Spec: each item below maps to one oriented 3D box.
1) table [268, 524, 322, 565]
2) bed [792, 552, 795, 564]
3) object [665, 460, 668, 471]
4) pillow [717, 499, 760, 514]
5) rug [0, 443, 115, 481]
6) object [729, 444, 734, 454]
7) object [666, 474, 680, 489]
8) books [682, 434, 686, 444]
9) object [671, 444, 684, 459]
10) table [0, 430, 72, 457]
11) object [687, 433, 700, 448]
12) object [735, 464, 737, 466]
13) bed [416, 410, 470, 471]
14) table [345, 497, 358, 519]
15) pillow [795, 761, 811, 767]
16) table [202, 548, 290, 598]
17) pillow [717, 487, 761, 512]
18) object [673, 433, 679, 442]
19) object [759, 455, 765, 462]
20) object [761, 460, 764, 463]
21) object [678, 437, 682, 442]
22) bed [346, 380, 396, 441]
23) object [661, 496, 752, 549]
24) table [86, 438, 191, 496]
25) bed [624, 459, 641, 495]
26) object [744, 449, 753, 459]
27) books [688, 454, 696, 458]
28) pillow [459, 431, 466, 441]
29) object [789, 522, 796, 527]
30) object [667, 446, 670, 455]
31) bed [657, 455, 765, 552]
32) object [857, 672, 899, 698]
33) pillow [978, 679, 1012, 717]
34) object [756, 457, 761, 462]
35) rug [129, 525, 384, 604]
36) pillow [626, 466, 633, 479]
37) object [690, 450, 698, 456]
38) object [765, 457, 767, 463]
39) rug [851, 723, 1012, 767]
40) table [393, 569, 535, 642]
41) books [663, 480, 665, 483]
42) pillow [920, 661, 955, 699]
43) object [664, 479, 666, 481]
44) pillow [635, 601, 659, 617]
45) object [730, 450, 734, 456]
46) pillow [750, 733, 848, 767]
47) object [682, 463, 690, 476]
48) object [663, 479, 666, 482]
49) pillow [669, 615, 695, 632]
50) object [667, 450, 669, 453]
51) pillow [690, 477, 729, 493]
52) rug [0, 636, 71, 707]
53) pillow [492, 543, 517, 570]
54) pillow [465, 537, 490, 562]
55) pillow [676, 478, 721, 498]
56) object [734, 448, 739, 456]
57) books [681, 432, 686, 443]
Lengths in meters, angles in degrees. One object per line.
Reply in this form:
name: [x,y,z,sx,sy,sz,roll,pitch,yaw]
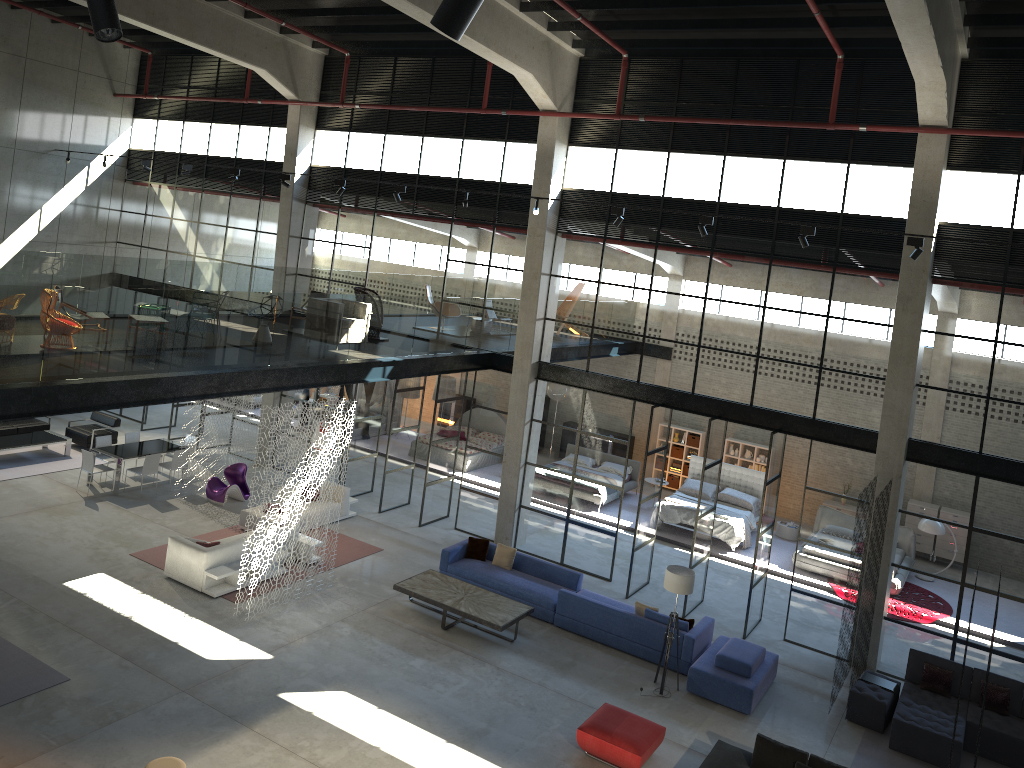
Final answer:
table: [-3.994,2.913,15.915,1.214,0.368,0.300,12,6,30]
bed: [7.482,3.557,19.106,2.266,0.920,2.554,12,9,29]
object: [4.175,2.190,24.215,0.327,0.296,0.323,11,6,30]
pillow: [5.386,2.792,20.821,0.970,0.329,0.715,12,9,30]
rug: [-10.702,1.641,19.495,2.435,0.025,3.390,13,10,29]
object: [5.836,1.737,23.337,0.094,0.261,0.095,7,2,-9]
object: [4.458,2.673,24.020,0.327,0.296,0.323,11,6,30]
books: [4.755,1.470,23.963,0.088,0.319,0.252,8,4,30]
object: [4.572,1.857,24.006,0.327,0.296,0.323,11,6,30]
table: [-10.873,1.423,19.421,0.910,0.405,1.801,12,10,29]
object: [4.966,1.536,23.800,0.327,0.296,0.323,11,6,30]
object: [5.911,2.215,23.176,0.098,0.202,0.100,5,3,-43]
bed: [-1.332,1.404,24.188,2.051,1.274,2.339,11,8,30]
table: [-3.711,2.535,18.541,0.910,0.368,0.300,12,6,30]
pillow: [3.344,4.475,9.879,0.346,0.306,0.187,10,4,28]
table: [-4.348,3.103,14.422,0.303,0.367,1.569,10,9,29]
pillow: [5.356,2.702,20.757,0.990,0.290,0.691,13,9,32]
object: [4.492,1.467,23.979,0.155,0.247,0.154,9,3,21]
object: [6.529,1.941,22.935,0.174,0.169,0.176,7,5,-3]
object: [6.508,2.016,22.785,0.065,0.063,0.066,6,5,-13]
object: [4.610,1.525,24.083,0.184,0.131,0.187,7,6,-7]
bed: [-4.681,0.296,25.837,2.271,2.071,2.309,11,6,30]
object: [4.346,3.097,20.047,2.306,0.656,0.650,13,7,33]
table: [-7.951,1.742,18.746,0.910,0.754,1.801,11,8,29]
bed: [1.822,2.331,22.287,2.280,0.865,2.394,12,9,30]
object: [6.214,1.846,23.024,0.165,0.250,0.167,7,3,-15]
books: [4.921,1.968,23.820,0.259,0.047,0.213,13,10,30]
pillow: [-1.628,1.373,23.930,0.879,0.211,0.635,9,8,9]
object: [6.623,3.311,20.728,0.170,0.090,0.167,14,10,43]
object: [4.335,1.836,24.179,0.080,0.228,0.082,7,2,-29]
bed: [4.623,2.727,20.461,2.241,1.411,2.315,11,8,29]
object: [5.376,4.410,12.887,0.524,0.099,0.300,14,10,35]
pillow: [6.877,4.474,12.493,0.410,0.376,0.191,11,4,30]
object: [6.416,1.969,22.841,0.117,0.112,0.115,11,6,32]
rug: [-4.489,3.041,15.869,2.675,0.020,3.628,13,10,29]
pillow: [2.170,2.125,22.952,1.948,0.312,0.548,13,8,30]
object: [4.946,1.883,23.817,0.262,0.133,0.058,12,4,30]
object: [6.668,1.990,22.851,0.141,0.137,0.143,3,7,-42]
rug: [6.094,5.268,10.691,3.667,0.020,2.647,13,10,30]
table: [-0.804,3.607,14.111,2.086,0.397,1.026,13,9,30]
books: [3.673,2.387,21.688,0.229,0.042,0.303,8,9,4]
pillow: [6.234,4.342,12.864,0.418,0.344,0.235,11,5,31]
object: [4.251,2.696,24.258,0.116,0.117,0.119,5,6,-29]
pillow: [2.137,3.673,13.916,0.406,0.380,0.206,11,4,31]
object: [5.828,1.813,23.204,0.111,0.156,0.109,11,5,41]
pillow: [3.485,4.483,9.838,0.738,0.416,1.608,3,9,-31]
object: [4.850,2.339,23.815,0.327,0.296,0.323,11,6,30]
object: [3.713,2.359,21.678,0.167,0.090,0.170,7,7,-8]
pillow: [2.624,3.781,13.675,0.399,0.370,0.260,8,4,9]
object: [4.337,1.879,24.299,0.065,0.106,0.066,7,3,-15]
pillow: [4.741,2.554,21.358,1.064,0.321,0.488,12,8,30]
rug: [-7.546,3.558,10.047,2.675,0.020,3.628,13,10,29]
pillow: [-0.138,3.091,15.685,0.406,0.380,0.206,11,4,31]
pillow: [-0.626,2.992,15.925,0.399,0.370,0.260,8,4,9]
pillow: [4.506,2.559,21.143,1.038,0.372,0.664,13,9,33]
object: [5.946,1.805,23.211,0.099,0.203,0.101,6,3,-32]
books: [4.726,1.464,23.981,0.088,0.319,0.252,8,4,30]
